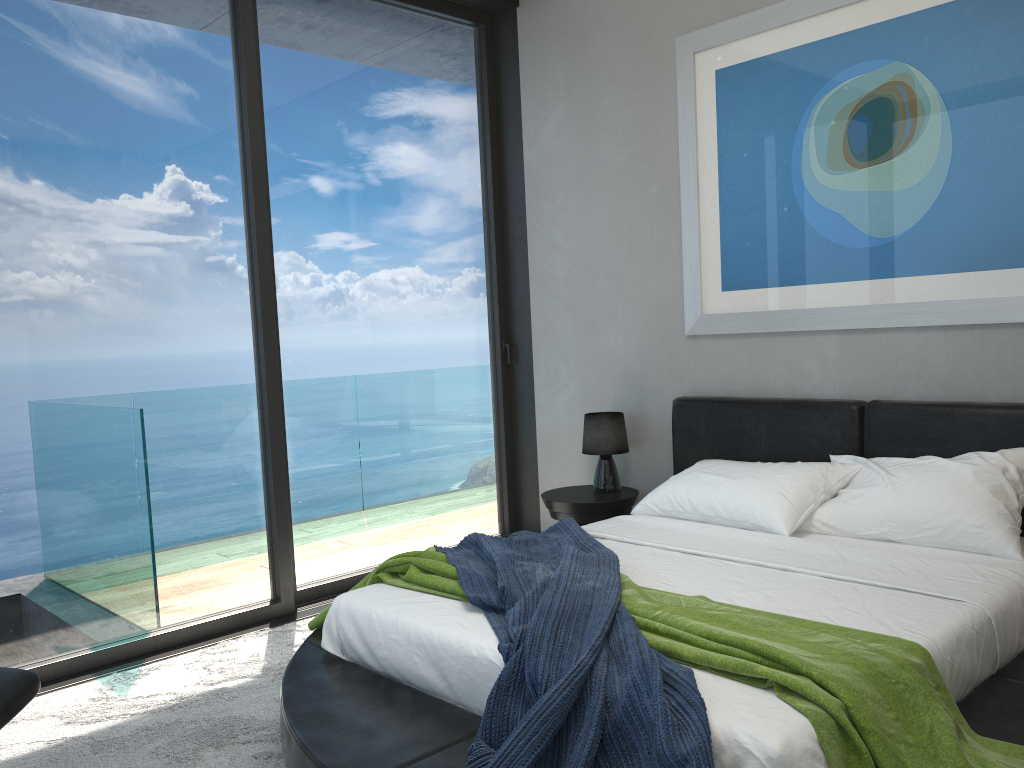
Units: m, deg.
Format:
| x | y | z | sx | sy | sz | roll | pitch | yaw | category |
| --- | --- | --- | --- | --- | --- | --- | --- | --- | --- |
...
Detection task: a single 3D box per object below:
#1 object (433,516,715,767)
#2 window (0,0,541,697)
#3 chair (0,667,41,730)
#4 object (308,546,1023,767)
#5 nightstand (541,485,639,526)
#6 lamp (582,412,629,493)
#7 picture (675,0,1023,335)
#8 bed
| x | y | z | sx | sy | sz | roll | pitch | yaw | category |
| --- | --- | --- | --- | --- | --- | --- | --- | --- | --- |
| 0.060 | 0.793 | 2.574 | 0.685 | 0.569 | 2.150 | -3 | 3 | -1 | object |
| 1.231 | -0.612 | 4.063 | 9.710 | 3.189 | 3.595 | -6 | 5 | -43 | window |
| -1.739 | 0.760 | 1.783 | 1.281 | 0.997 | 0.638 | -3 | 4 | 2 | chair |
| 0.239 | 0.729 | 2.519 | 0.645 | 0.343 | 2.301 | -6 | 5 | -44 | object |
| 0.406 | 0.776 | 4.538 | 0.496 | 0.441 | 0.496 | -5 | 4 | -32 | nightstand |
| 0.480 | 0.350 | 4.551 | 0.241 | 0.401 | 0.219 | -2 | 4 | 16 | lamp |
| 1.431 | -0.928 | 3.588 | 0.025 | 1.402 | 1.799 | -7 | 6 | -43 | picture |
| 0.583 | 0.620 | 2.834 | 2.613 | 0.935 | 2.754 | -6 | 5 | -43 | bed |
